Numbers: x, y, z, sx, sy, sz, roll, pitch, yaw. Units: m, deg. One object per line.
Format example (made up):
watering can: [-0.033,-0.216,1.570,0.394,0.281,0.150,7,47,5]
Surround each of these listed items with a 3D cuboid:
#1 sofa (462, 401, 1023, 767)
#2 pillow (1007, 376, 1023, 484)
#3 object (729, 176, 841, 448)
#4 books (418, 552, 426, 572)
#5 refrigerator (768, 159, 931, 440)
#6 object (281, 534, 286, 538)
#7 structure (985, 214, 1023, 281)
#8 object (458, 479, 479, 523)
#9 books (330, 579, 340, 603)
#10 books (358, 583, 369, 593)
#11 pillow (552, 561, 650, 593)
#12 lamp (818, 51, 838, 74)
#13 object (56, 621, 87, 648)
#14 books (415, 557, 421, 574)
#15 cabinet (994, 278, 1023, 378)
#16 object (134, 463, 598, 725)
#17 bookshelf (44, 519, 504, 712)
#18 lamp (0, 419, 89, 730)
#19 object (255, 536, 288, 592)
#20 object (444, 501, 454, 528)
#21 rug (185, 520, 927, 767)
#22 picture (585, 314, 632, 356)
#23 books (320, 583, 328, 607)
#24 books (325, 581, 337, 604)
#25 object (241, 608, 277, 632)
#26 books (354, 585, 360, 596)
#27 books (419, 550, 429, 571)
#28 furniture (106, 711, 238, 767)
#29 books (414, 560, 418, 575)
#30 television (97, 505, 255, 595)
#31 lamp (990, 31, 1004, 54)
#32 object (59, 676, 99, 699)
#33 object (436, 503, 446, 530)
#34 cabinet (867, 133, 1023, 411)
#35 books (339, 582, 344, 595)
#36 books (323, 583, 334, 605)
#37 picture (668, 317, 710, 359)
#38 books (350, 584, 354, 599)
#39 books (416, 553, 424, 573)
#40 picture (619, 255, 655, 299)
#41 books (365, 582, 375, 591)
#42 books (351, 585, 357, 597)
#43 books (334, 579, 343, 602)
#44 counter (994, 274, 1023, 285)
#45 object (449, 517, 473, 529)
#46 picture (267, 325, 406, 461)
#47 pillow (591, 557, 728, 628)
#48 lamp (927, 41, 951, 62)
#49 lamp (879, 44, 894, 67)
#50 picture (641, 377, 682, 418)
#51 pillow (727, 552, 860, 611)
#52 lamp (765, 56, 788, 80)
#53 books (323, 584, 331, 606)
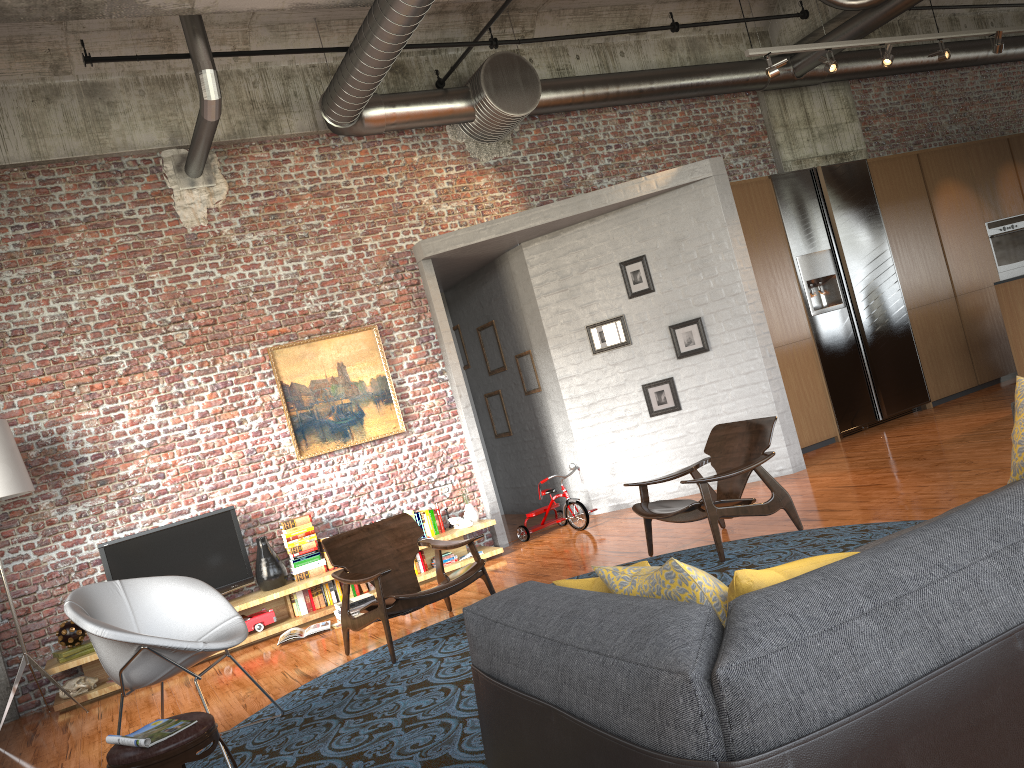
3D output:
sofa: [1.442,0.652,2.699,2.994,0.861,1.366,-15,-1,-24]
pillow: [2.116,0.185,3.421,0.259,0.446,0.538,-15,0,-19]
object: [2.654,-0.667,9.946,0.907,3.046,0.862,-16,1,-26]
books: [-0.847,1.637,8.166,0.019,0.189,0.121,-16,0,-26]
refrigerator: [3.659,-0.922,10.581,1.512,3.051,1.215,-15,0,-26]
object: [-1.896,1.308,7.832,0.248,0.031,0.179,-15,-1,-26]
structure: [6.459,-1.753,11.361,0.857,0.795,0.079,-15,1,-26]
object: [-0.427,1.115,8.470,0.196,0.445,0.234,-16,0,-39]
books: [-1.573,1.814,7.809,0.030,0.220,0.159,-16,0,-26]
books: [-1.367,1.743,7.897,0.088,0.256,0.153,-15,0,-26]
pillow: [0.358,0.667,2.626,0.436,0.319,0.168,-16,0,38]
lamp: [3.043,-3.070,8.496,0.101,0.228,0.199,-15,0,-16]
object: [-3.441,1.952,6.928,0.214,0.208,0.217,-15,0,-37]
books: [-0.896,1.648,8.143,0.026,0.191,0.138,-16,0,-26]
cabinet: [7.030,-0.943,9.060,4.345,1.244,1.249,-15,0,-26]
object: [6.568,-0.538,7.471,20.761,0.657,8.798,-15,-1,-26]
bookshelf: [-1.893,1.913,7.691,3.832,0.359,0.550,-15,-1,-26]
lamp: [-3.733,1.414,6.519,0.706,2.244,0.694,-15,1,-4]
object: [-2.125,1.556,7.718,0.268,0.456,0.267,-15,0,5]
object: [-0.622,1.260,8.575,0.058,0.273,0.057,-15,1,24]
rug: [0.584,1.351,4.145,4.859,0.009,4.833,-16,-1,20]
picture: [0.977,-0.496,9.014,0.428,0.316,0.015,-15,1,24]
books: [-1.659,1.837,7.750,0.022,0.217,0.139,-16,0,-26]
books: [-1.593,1.829,7.784,0.032,0.200,0.146,-16,0,-26]
object: [-2.279,2.020,7.360,0.597,0.174,0.245,-15,-1,-34]
books: [-1.406,1.769,7.866,0.030,0.220,0.159,-16,0,-26]
books: [-0.827,1.630,8.174,0.026,0.191,0.138,-16,0,-26]
furniture: [-1.362,1.621,3.580,0.433,0.477,0.431,-15,0,19]
books: [-0.916,1.654,8.129,0.026,0.191,0.138,-16,0,-26]
television: [-2.759,1.547,7.354,1.085,0.793,0.287,-15,0,-39]
lamp: [5.211,-3.646,9.514,0.102,0.251,0.165,-15,0,-1]
object: [-3.334,2.320,6.823,0.273,0.133,0.183,-15,-1,-17]
object: [-0.696,1.280,8.553,0.058,0.273,0.057,-15,1,24]
cabinet: [6.677,-1.723,11.966,5.324,3.046,0.862,-15,0,-26]
books: [-1.512,1.795,7.839,0.052,0.225,0.157,-16,0,-26]
books: [-1.613,1.837,7.765,0.023,0.193,0.140,-16,0,-26]
picture: [1.735,-0.447,8.695,0.331,0.341,0.015,-15,1,24]
books: [-1.462,1.790,7.841,0.039,0.208,0.152,-16,0,-26]
books: [-0.871,1.647,8.160,0.034,0.181,0.132,-16,0,-26]
picture: [1.247,-1.066,8.842,0.279,0.381,0.015,-15,1,23]
books: [-1.299,1.743,7.952,0.049,0.214,0.150,-16,0,-26]
books: [-1.436,1.777,7.861,0.030,0.220,0.159,-16,0,-26]
books: [-1.539,1.804,7.804,0.030,0.220,0.159,-16,0,-26]
counter: [6.883,-1.485,9.053,4.348,0.174,1.249,-15,-1,-26]
object: [-0.475,1.298,8.305,0.252,0.123,0.123,-16,0,19]
picture: [-1.632,0.066,8.322,1.061,1.064,0.040,-15,1,-26]
pillow: [0.465,0.612,2.316,0.259,0.446,0.538,-15,0,-19]
lamp: [4.448,-3.441,9.190,0.101,0.211,0.261,-15,0,-31]
lamp: [3.726,-3.253,8.804,0.182,0.241,0.102,-15,0,-31]
picture: [1.496,0.134,8.885,0.331,0.341,0.015,-15,1,24]
pillow: [0.670,0.573,2.160,0.404,0.371,0.229,-15,0,-17]
lamp: [2.393,-2.902,8.110,0.261,0.211,0.102,-15,0,4]
books: [-1.633,1.842,7.753,0.023,0.193,0.140,-16,0,-26]
